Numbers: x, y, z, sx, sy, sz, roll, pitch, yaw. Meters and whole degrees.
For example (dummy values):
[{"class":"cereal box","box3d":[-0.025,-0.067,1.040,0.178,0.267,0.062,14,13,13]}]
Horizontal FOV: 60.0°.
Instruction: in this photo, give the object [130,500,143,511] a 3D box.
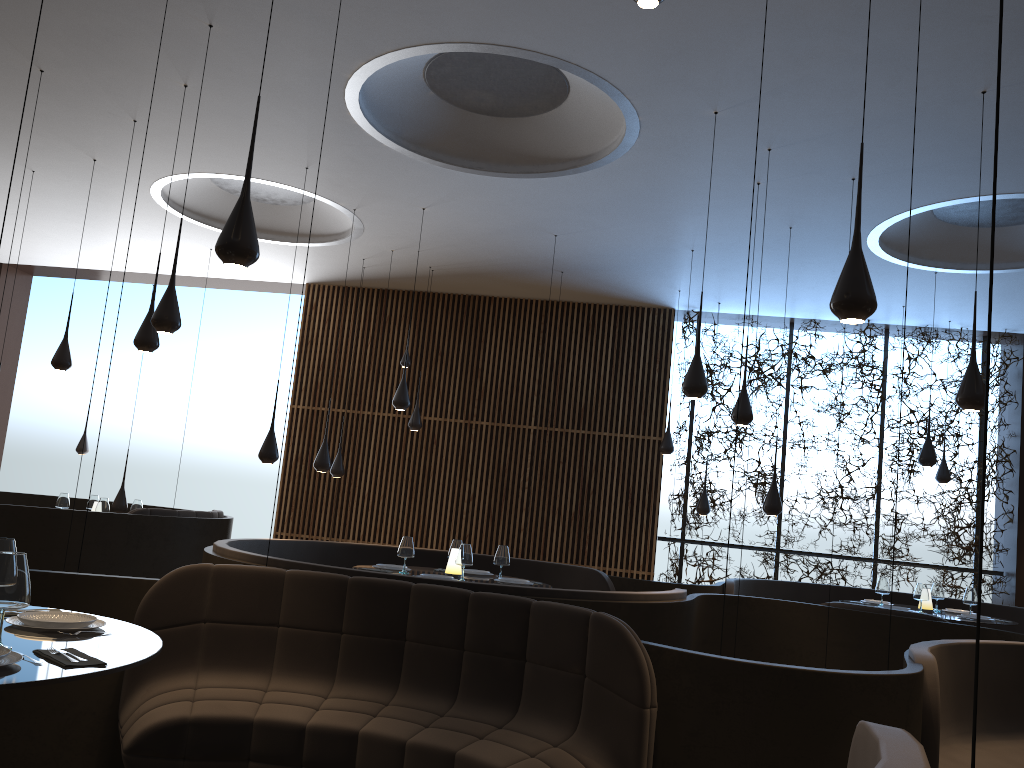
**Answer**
[{"class":"object","box3d":[-4.349,1.488,10.258,0.142,0.294,0.142,9,-8,-25]}]

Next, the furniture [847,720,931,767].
[{"class":"furniture","box3d":[-1.004,1.108,1.655,3.933,1.044,1.988,5,-8,4]}]

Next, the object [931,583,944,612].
[{"class":"object","box3d":[4.531,2.272,9.451,0.142,0.294,0.142,5,-7,8]}]

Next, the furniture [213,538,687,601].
[{"class":"furniture","box3d":[-0.590,2.050,7.401,3.794,1.115,3.889,8,-9,-17]}]

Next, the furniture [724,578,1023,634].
[{"class":"furniture","box3d":[4.127,2.723,8.895,3.794,1.044,3.893,8,-8,-15]}]

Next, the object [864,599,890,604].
[{"class":"object","box3d":[3.951,2.362,9.592,0.263,0.029,0.264,-2,-11,43]}]

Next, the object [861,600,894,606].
[{"class":"object","box3d":[3.950,2.372,9.591,0.332,0.014,0.333,5,-8,5]}]

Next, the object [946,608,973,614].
[{"class":"object","box3d":[4.749,2.417,9.412,0.263,0.029,0.264,6,-8,-1]}]

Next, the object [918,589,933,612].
[{"class":"object","box3d":[4.290,2.240,9.188,0.144,0.231,0.142,7,-7,-12]}]

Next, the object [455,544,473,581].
[{"class":"object","box3d":[-0.381,1.420,7.041,0.142,0.294,0.142,9,-8,-21]}]

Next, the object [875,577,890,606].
[{"class":"object","box3d":[3.919,2.199,9.381,0.142,0.294,0.142,6,-7,2]}]

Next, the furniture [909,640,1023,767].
[{"class":"furniture","box3d":[2.769,1.996,4.801,2.538,1.044,0.901,13,-10,-40]}]

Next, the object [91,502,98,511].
[{"class":"object","box3d":[-4.718,1.453,10.062,0.142,0.231,0.145,2,-8,28]}]

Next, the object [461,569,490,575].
[{"class":"object","box3d":[-0.327,1.684,7.928,0.263,0.029,0.263,10,-9,-26]}]

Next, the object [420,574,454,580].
[{"class":"object","box3d":[-0.583,1.507,6.895,0.263,0.029,0.264,2,-9,23]}]

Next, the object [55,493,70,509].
[{"class":"object","box3d":[-5.054,1.374,9.967,0.142,0.294,0.142,5,-7,5]}]

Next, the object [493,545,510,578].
[{"class":"object","box3d":[-0.088,1.525,7.555,0.142,0.294,0.142,2,-8,29]}]

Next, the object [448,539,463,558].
[{"class":"object","box3d":[-0.494,1.520,7.799,0.142,0.294,0.142,9,-8,-26]}]

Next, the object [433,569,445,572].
[{"class":"object","box3d":[-0.623,1.680,7.991,0.126,0.017,0.263,4,-8,9]}]

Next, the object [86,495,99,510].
[{"class":"object","box3d":[-4.924,1.453,10.418,0.142,0.294,0.142,8,-8,-19]}]

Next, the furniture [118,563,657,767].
[{"class":"furniture","box3d":[-0.634,1.454,4.005,2.530,1.057,0.934,4,-8,13]}]

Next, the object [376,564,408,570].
[{"class":"object","box3d":[-1.017,1.551,7.499,0.263,0.029,0.264,3,-9,21]}]

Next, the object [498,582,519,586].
[{"class":"object","box3d":[0.012,1.642,7.331,0.204,0.012,0.412,4,-9,14]}]

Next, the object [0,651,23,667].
[{"class":"object","box3d":[-1.562,0.773,2.491,0.332,0.014,0.332,10,-9,-27]}]

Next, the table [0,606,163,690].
[{"class":"table","box3d":[-2.045,1.288,2.739,1.672,1.021,1.677,-1,-11,42]}]

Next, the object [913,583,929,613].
[{"class":"object","box3d":[4.080,2.136,8.837,0.142,0.294,0.142,6,-7,0]}]

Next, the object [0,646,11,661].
[{"class":"object","box3d":[-1.561,0.763,2.492,0.263,0.029,0.264,7,-8,-8]}]

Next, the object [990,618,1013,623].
[{"class":"object","box3d":[4.853,2.366,8.874,0.127,0.017,0.262,10,-9,-26]}]

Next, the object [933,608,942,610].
[{"class":"object","box3d":[4.581,2.453,9.662,0.262,0.017,0.126,12,-10,-36]}]

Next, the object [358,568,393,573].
[{"class":"object","box3d":[-1.109,1.517,7.212,0.262,0.017,0.127,4,-9,15]}]

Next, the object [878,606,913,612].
[{"class":"object","box3d":[3.838,2.254,8.862,0.332,0.014,0.333,7,-8,-6]}]

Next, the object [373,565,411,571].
[{"class":"object","box3d":[-1.018,1.561,7.498,0.332,0.014,0.332,8,-9,-17]}]

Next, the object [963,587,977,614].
[{"class":"object","box3d":[4.653,2.217,8.995,0.142,0.294,0.142,12,-9,-39]}]

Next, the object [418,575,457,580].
[{"class":"object","box3d":[-0.584,1.516,6.894,0.331,0.014,0.333,3,-9,17]}]

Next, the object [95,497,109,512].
[{"class":"object","box3d":[-4.489,1.394,9.713,0.142,0.294,0.142,5,-7,10]}]

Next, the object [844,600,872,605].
[{"class":"object","box3d":[3.683,2.332,9.453,0.127,0.017,0.262,11,-10,-30]}]

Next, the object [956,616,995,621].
[{"class":"object","box3d":[4.576,2.314,8.753,0.411,0.012,0.204,11,-10,-31]}]

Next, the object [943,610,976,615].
[{"class":"object","box3d":[4.748,2.426,9.411,0.332,0.014,0.333,5,-8,6]}]

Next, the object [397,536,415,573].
[{"class":"object","box3d":[-0.876,1.411,7.320,0.142,0.294,0.142,10,-8,-31]}]

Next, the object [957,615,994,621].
[{"class":"object","box3d":[4.580,2.313,8.756,0.332,0.014,0.333,7,-8,-7]}]

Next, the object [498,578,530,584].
[{"class":"object","box3d":[0.014,1.632,7.337,0.263,0.029,0.264,5,-8,3]}]

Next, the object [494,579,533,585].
[{"class":"object","box3d":[0.013,1.642,7.336,0.331,0.014,0.333,2,-9,25]}]

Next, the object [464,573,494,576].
[{"class":"object","box3d":[-0.328,1.694,7.927,0.331,0.014,0.333,3,-9,16]}]

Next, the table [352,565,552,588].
[{"class":"table","box3d":[-0.546,2.118,7.367,1.671,1.021,1.678,3,-8,17]}]

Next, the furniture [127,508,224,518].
[{"class":"furniture","box3d":[-3.978,1.963,10.254,0.931,1.057,2.540,5,-8,4]}]

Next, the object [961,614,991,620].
[{"class":"object","box3d":[4.581,2.304,8.757,0.263,0.029,0.264,6,-8,-4]}]

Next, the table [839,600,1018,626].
[{"class":"table","box3d":[4.227,2.858,9.114,1.676,1.021,1.674,11,-9,-31]}]

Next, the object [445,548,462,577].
[{"class":"object","box3d":[-0.483,1.499,7.442,0.144,0.231,0.143,3,-8,23]}]

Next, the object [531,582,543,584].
[{"class":"object","box3d":[0.122,1.701,7.614,0.262,0.017,0.127,3,-9,18]}]

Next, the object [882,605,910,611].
[{"class":"object","box3d":[3.839,2.244,8.863,0.263,0.029,0.264,4,-8,13]}]

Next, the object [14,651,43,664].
[{"class":"object","box3d":[-1.564,0.773,2.487,0.204,0.012,0.412,-1,-11,39]}]
